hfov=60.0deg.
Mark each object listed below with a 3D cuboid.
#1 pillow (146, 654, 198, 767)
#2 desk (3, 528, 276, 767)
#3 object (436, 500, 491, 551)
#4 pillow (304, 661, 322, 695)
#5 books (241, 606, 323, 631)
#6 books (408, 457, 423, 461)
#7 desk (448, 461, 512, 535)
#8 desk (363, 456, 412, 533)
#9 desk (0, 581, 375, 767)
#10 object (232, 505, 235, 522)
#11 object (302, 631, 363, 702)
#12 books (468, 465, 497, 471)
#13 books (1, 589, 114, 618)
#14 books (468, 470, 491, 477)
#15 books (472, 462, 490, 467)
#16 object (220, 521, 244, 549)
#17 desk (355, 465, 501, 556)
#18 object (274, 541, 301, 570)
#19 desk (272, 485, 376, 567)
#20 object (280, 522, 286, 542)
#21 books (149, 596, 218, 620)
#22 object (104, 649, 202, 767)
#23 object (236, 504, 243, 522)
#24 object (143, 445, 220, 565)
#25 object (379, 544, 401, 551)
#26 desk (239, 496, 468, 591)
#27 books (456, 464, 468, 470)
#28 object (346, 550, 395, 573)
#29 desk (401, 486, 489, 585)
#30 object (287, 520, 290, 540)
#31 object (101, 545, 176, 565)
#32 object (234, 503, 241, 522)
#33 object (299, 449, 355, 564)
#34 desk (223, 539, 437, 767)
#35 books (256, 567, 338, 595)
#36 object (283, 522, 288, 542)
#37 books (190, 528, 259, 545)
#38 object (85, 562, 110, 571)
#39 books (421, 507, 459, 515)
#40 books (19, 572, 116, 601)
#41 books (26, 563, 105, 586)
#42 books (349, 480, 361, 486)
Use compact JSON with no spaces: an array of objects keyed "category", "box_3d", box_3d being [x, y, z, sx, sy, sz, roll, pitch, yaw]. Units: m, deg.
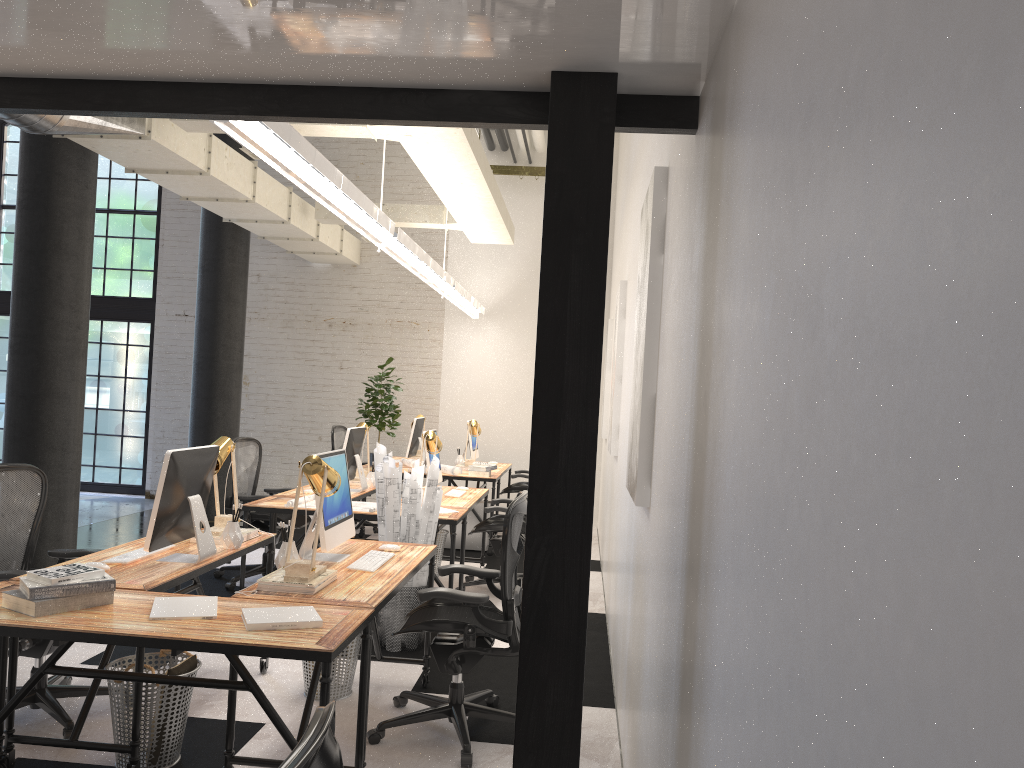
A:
[{"category":"pillow","box_3d":[-1.330,1.275,3.452,0.119,0.406,0.239,3,0,5]},{"category":"desk","box_3d":[-1.561,1.110,3.940,0.529,0.724,1.401,3,-1,5]},{"category":"object","box_3d":[-0.473,1.360,8.618,0.544,0.455,0.221,3,0,5]},{"category":"pillow","box_3d":[-0.967,1.309,4.353,0.119,0.406,0.239,3,0,5]},{"category":"books","box_3d":[-0.755,0.765,2.902,0.235,0.024,0.200,4,-1,-22]},{"category":"books","box_3d":[-1.022,0.828,9.919,0.225,0.038,0.309,3,-1,5]},{"category":"desk","box_3d":[-0.334,1.241,9.432,0.529,0.724,1.401,3,-1,5]},{"category":"desk","box_3d":[-1.177,1.195,9.507,0.529,0.724,1.401,3,-1,5]},{"category":"desk","box_3d":[-1.212,1.114,2.933,1.401,0.724,0.529,3,0,5]},{"category":"object","box_3d":[-1.294,0.660,4.111,0.008,0.207,0.054,3,0,-12]},{"category":"object","box_3d":[-0.888,1.300,4.341,0.353,0.435,0.359,3,0,1]},{"category":"books","box_3d":[-0.280,0.795,8.423,0.193,0.044,0.257,3,-1,22]},{"category":"books","box_3d":[-1.507,0.711,2.947,0.200,0.050,0.271,3,-1,32]},{"category":"books","box_3d":[-0.306,0.840,8.410,0.200,0.050,0.271,3,-1,2]},{"category":"books","box_3d":[-0.293,0.763,8.425,0.153,0.030,0.185,3,-1,3]},{"category":"object","box_3d":[-1.302,0.702,4.125,0.101,0.127,0.101,3,0,-40]},{"category":"desk","box_3d":[-0.828,1.199,8.500,1.401,0.724,0.529,3,0,5]},{"category":"object","box_3d":[-0.929,0.716,3.679,0.101,0.127,0.101,3,0,-40]},{"category":"desk","box_3d":[-1.371,1.165,6.831,0.529,0.724,1.401,3,-1,5]},{"category":"object","box_3d":[-0.939,0.674,3.670,0.054,0.207,0.008,3,0,-8]},{"category":"books","box_3d":[-1.096,0.750,2.972,0.205,0.019,0.243,3,-1,-18]},{"category":"object","box_3d":[-1.407,1.258,3.463,0.353,0.435,0.359,3,0,1]},{"category":"object","box_3d":[-1.288,0.662,4.134,0.054,0.207,0.008,3,0,-8]},{"category":"object","box_3d":[-1.379,0.513,3.793,0.189,0.485,0.484,3,0,5]},{"category":"object","box_3d":[-0.592,0.792,4.294,0.106,0.029,0.059,3,-1,6]},{"category":"desk","box_3d":[-1.022,1.169,5.825,1.401,0.724,0.529,3,0,5]},{"category":"books","box_3d":[-0.446,0.846,9.020,0.225,0.038,0.309,3,-1,5]},{"category":"object","box_3d":[-0.626,0.791,3.968,0.118,0.017,0.439,3,-1,5]},{"category":"desk","box_3d":[-0.528,1.211,6.756,0.529,0.724,1.401,3,-1,5]},{"category":"object","box_3d":[-0.933,0.674,3.694,0.008,0.207,0.054,3,0,-12]},{"category":"object","box_3d":[-1.612,0.734,3.837,0.118,0.017,0.439,3,-1,5]},{"category":"object","box_3d":[-1.300,0.661,4.140,0.054,0.207,0.008,3,0,-30]},{"category":"object","box_3d":[-0.832,0.547,4.011,0.189,0.485,0.484,3,0,5]},{"category":"desk","box_3d":[-0.718,1.156,3.865,0.529,0.724,1.401,3,-1,5]},{"category":"books","box_3d":[-0.830,0.761,3.453,0.225,0.038,0.309,3,-1,5]},{"category":"object","box_3d":[-0.927,0.674,3.665,0.054,0.207,0.008,3,0,-30]},{"category":"books","box_3d":[-1.406,0.743,4.352,0.225,0.038,0.309,3,-1,5]},{"category":"object","box_3d":[-1.645,0.721,3.510,0.106,0.029,0.059,3,-1,6]},{"category":"books","box_3d":[-0.503,0.827,5.810,0.243,0.019,0.205,2,-1,42]},{"category":"books","box_3d":[-1.478,0.665,2.947,0.257,0.044,0.193,4,-1,-38]},{"category":"books","box_3d":[-1.488,0.633,2.956,0.153,0.030,0.185,3,-1,33]},{"category":"books","box_3d":[-1.216,0.798,7.243,0.225,0.038,0.309,3,-1,5]}]
